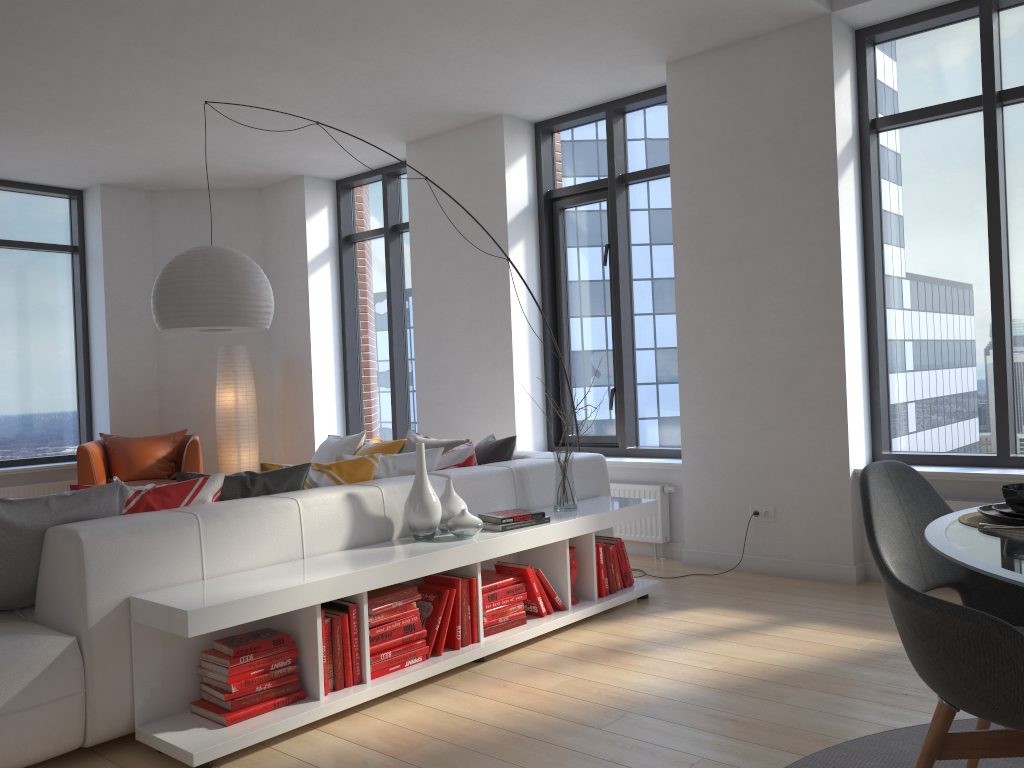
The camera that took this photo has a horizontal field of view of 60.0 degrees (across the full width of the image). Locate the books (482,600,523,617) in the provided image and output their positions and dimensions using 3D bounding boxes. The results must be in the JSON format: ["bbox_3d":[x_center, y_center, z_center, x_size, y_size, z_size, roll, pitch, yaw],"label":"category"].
[{"bbox_3d":[-0.096,0.954,3.830,0.178,0.023,0.236,-2,0,41],"label":"books"}]

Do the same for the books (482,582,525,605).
[{"bbox_3d":[-0.110,0.897,3.848,0.206,0.039,0.279,-2,0,40],"label":"books"}]

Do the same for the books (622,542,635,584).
[{"bbox_3d":[0.522,0.910,4.535,0.173,0.230,0.103,-2,0,41],"label":"books"}]

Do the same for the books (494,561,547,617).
[{"bbox_3d":[0.038,0.920,3.982,0.192,0.248,0.134,-2,0,41],"label":"books"}]

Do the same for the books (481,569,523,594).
[{"bbox_3d":[-0.134,0.862,3.860,0.227,0.032,0.301,-2,0,41],"label":"books"}]

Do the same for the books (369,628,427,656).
[{"bbox_3d":[-0.512,0.970,3.381,0.227,0.032,0.301,-2,0,41],"label":"books"}]

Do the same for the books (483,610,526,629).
[{"bbox_3d":[-0.101,1.003,3.824,0.266,0.026,0.187,-2,0,-43],"label":"books"}]

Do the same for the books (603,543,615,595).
[{"bbox_3d":[0.402,0.904,4.381,0.199,0.252,0.076,-2,0,41],"label":"books"}]

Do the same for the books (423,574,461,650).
[{"bbox_3d":[-0.282,0.919,3.592,0.199,0.282,0.046,-2,0,41],"label":"books"}]

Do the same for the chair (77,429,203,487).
[{"bbox_3d":[-2.950,0.811,7.153,0.896,0.858,0.843,-2,0,-17],"label":"chair"}]

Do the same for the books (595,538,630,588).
[{"bbox_3d":[0.482,0.902,4.481,0.187,0.249,0.119,-2,0,41],"label":"books"}]

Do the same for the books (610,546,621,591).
[{"bbox_3d":[0.448,0.912,4.426,0.165,0.230,0.081,-2,0,41],"label":"books"}]

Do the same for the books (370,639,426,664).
[{"bbox_3d":[-0.486,0.997,3.355,0.187,0.026,0.266,-2,0,40],"label":"books"}]

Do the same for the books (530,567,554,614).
[{"bbox_3d":[0.074,0.928,4.013,0.171,0.232,0.148,-2,0,43],"label":"books"}]

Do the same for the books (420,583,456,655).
[{"bbox_3d":[-0.323,0.936,3.544,0.192,0.245,0.115,-2,0,41],"label":"books"}]

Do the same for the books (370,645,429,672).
[{"bbox_3d":[-0.481,1.024,3.354,0.188,0.030,0.282,-2,0,42],"label":"books"}]

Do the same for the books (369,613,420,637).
[{"bbox_3d":[-0.509,0.902,3.365,0.191,0.027,0.261,-2,0,37],"label":"books"}]

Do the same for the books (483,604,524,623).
[{"bbox_3d":[-0.100,0.978,3.837,0.182,0.025,0.257,-2,0,41],"label":"books"}]

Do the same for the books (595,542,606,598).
[{"bbox_3d":[0.362,0.897,4.327,0.198,0.268,0.050,-2,0,41],"label":"books"}]

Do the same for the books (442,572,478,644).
[{"bbox_3d":[-0.213,0.921,3.659,0.181,0.269,0.028,-2,0,41],"label":"books"}]

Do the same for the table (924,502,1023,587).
[{"bbox_3d":[1.572,0.671,1.570,1.499,0.764,1.499,-2,0,30],"label":"table"}]

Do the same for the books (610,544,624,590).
[{"bbox_3d":[0.461,0.910,4.447,0.178,0.233,0.083,-2,0,41],"label":"books"}]

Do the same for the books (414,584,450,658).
[{"bbox_3d":[-0.355,0.937,3.518,0.188,0.247,0.144,-2,0,41],"label":"books"}]

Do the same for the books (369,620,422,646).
[{"bbox_3d":[-0.518,0.935,3.377,0.206,0.039,0.279,-2,0,42],"label":"books"}]

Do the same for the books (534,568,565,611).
[{"bbox_3d":[0.111,0.932,4.055,0.188,0.223,0.186,-2,0,41],"label":"books"}]

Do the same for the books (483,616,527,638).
[{"bbox_3d":[-0.100,1.033,3.837,0.206,0.034,0.259,-2,0,44],"label":"books"}]

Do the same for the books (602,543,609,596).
[{"bbox_3d":[0.385,0.901,4.349,0.185,0.262,0.056,-2,0,41],"label":"books"}]

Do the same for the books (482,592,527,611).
[{"bbox_3d":[-0.095,0.929,3.840,0.261,0.027,0.191,-2,0,-45],"label":"books"}]

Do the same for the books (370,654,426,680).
[{"bbox_3d":[-0.495,1.053,3.363,0.200,0.029,0.274,-2,0,41],"label":"books"}]

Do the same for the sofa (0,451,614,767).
[{"bbox_3d":[-1.519,0.821,4.476,2.614,0.732,3.424,-2,0,41],"label":"sofa"}]

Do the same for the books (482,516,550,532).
[{"bbox_3d":[-0.021,0.614,3.949,0.300,0.026,0.245,-2,0,-44],"label":"books"}]

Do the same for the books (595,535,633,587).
[{"bbox_3d":[0.500,0.898,4.508,0.198,0.255,0.116,-2,0,41],"label":"books"}]

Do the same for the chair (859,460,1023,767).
[{"bbox_3d":[1.144,0.632,2.019,0.655,0.891,0.619,-2,0,-43],"label":"chair"}]

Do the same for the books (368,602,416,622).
[{"bbox_3d":[-0.520,0.853,3.360,0.182,0.025,0.257,-2,0,41],"label":"books"}]

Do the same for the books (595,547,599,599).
[{"bbox_3d":[0.344,0.906,4.294,0.168,0.250,0.026,-2,0,41],"label":"books"}]

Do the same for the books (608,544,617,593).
[{"bbox_3d":[0.429,0.906,4.396,0.175,0.247,0.066,-2,0,41],"label":"books"}]

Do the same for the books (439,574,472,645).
[{"bbox_3d":[-0.242,0.925,3.648,0.188,0.266,0.028,-2,0,41],"label":"books"}]

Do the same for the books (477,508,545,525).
[{"bbox_3d":[-0.004,0.586,3.932,0.238,0.027,0.188,-2,0,-36],"label":"books"}]

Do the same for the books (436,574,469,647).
[{"bbox_3d":[-0.270,0.923,3.631,0.215,0.270,0.038,-2,0,41],"label":"books"}]
